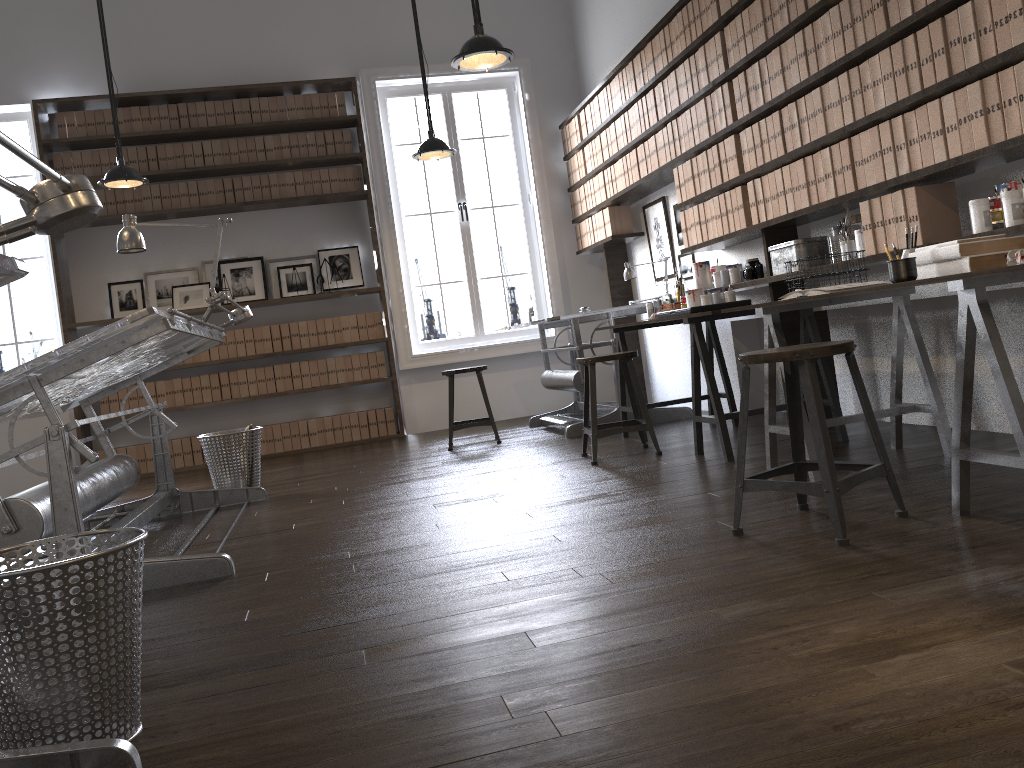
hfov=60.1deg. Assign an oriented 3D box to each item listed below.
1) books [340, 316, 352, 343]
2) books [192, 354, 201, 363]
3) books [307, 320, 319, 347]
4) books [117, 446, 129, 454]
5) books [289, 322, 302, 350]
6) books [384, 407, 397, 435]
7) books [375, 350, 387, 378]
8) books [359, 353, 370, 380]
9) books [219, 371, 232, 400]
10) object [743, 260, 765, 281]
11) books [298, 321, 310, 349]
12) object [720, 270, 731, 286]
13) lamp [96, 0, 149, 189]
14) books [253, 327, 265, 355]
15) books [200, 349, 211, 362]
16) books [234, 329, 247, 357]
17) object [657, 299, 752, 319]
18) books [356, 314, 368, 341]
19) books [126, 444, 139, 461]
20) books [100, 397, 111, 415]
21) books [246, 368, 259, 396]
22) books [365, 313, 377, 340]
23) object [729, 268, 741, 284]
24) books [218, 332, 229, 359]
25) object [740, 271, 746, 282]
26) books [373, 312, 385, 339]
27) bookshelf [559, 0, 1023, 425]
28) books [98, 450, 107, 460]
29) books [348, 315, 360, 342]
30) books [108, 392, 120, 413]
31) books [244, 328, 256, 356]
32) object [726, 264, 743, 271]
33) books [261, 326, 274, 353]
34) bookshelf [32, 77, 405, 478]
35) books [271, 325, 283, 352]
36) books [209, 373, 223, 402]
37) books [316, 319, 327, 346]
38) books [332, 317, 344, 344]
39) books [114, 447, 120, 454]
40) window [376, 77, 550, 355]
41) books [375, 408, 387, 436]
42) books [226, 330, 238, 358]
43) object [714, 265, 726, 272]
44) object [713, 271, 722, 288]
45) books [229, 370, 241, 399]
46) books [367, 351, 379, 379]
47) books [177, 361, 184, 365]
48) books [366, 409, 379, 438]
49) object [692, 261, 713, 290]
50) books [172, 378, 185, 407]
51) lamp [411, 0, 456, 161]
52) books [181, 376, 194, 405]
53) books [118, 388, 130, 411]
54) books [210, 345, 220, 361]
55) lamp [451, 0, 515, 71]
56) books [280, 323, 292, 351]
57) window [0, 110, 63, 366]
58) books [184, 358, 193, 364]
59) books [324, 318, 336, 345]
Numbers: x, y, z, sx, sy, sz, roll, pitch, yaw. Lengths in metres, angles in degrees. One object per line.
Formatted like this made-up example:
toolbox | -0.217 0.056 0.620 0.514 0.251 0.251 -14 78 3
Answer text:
books | -1.387 -0.450 7.389 0.067 0.225 0.174 -8 1 -12
books | -2.539 -0.280 7.144 0.067 0.225 0.174 -8 1 -12
books | -1.648 -0.411 7.336 0.067 0.226 0.174 -8 1 -12
books | -3.057 0.610 7.001 0.067 0.226 0.174 -8 1 -12
books | -1.786 -0.391 7.307 0.067 0.226 0.174 -8 1 -12
books | -1.023 0.309 7.439 0.067 0.225 0.174 -8 1 -12
books | -1.099 -0.167 7.437 0.067 0.226 0.174 -8 1 -12
books | -1.237 -0.146 7.412 0.067 0.226 0.174 -8 1 -12
books | -2.316 0.013 7.176 0.067 0.226 0.174 -8 1 -12
object | 1.295 -0.610 4.799 0.091 0.108 0.170 -8 2 -12
books | -1.716 -0.401 7.317 0.067 0.226 0.174 -8 1 -12
object | 1.229 -0.605 5.072 0.063 0.093 0.062 -8 1 -26
lamp | -2.688 -2.421 5.790 0.314 2.253 0.310 -8 0 -32
books | -2.063 -0.350 7.240 0.067 0.226 0.174 -8 1 -12
books | -2.478 -0.288 7.155 0.067 0.225 0.174 -8 1 -12
books | -2.205 -0.329 7.214 0.067 0.226 0.174 -8 1 -12
object | 0.930 -0.364 4.330 0.312 0.033 0.445 -8 3 -12
books | -1.255 -0.469 7.419 0.067 0.226 0.174 -8 1 -12
books | -2.987 0.600 7.018 0.067 0.225 0.174 -8 1 -12
books | -3.200 0.144 6.986 0.067 0.226 0.174 -8 1 -12
books | -2.111 -0.017 7.223 0.067 0.226 0.174 -8 1 -12
books | -1.188 -0.479 7.435 0.067 0.226 0.174 -8 1 -12
object | 1.264 -0.607 5.015 0.062 0.094 0.061 -8 1 -26
books | -2.340 -0.309 7.187 0.067 0.226 0.174 -8 1 -12
object | 1.314 -0.607 5.086 0.053 0.080 0.054 -8 1 16
books | -1.124 -0.489 7.442 0.067 0.226 0.174 -8 1 -12
bookshelf | 1.733 -0.625 3.172 0.374 3.206 9.171 -8 2 -12
books | -3.194 0.630 6.978 0.067 0.226 0.174 -8 1 -12
books | -1.323 -0.459 7.400 0.067 0.226 0.174 -8 1 -12
books | -3.130 0.134 7.001 0.067 0.226 0.174 -8 1 -12
books | -2.134 -0.339 7.226 0.067 0.226 0.174 -8 1 -12
object | 1.304 -0.633 5.173 0.094 0.128 0.095 -8 1 19
books | -2.003 -0.359 7.258 0.067 0.225 0.174 -8 1 -12
bookshelf | -2.279 -0.520 7.249 2.477 3.724 0.412 -8 0 -12
books | -1.930 -0.370 7.276 0.067 0.225 0.174 -8 1 -12
books | -2.390 0.024 7.166 0.067 0.226 0.174 -8 1 -12
books | -1.579 -0.422 7.350 0.067 0.226 0.174 -8 1 -12
books | -1.449 -0.441 7.377 0.067 0.225 0.174 -8 1 -12
books | -3.126 0.620 6.991 0.067 0.226 0.174 -8 1 -12
window | -0.418 -1.447 7.596 1.246 2.310 0.153 -8 0 -12
books | -1.097 0.320 7.426 0.067 0.225 0.174 -8 1 -12
books | -2.273 -0.319 7.203 0.067 0.226 0.174 -8 1 -12
object | 1.245 -0.639 5.259 0.070 0.130 0.070 -8 0 26
object | 1.201 -0.604 5.136 0.062 0.094 0.061 -8 1 -26
books | -2.245 0.003 7.197 0.067 0.225 0.174 -8 1 -12
books | -1.169 -0.156 7.427 0.067 0.226 0.174 -8 1 -12
books | -2.670 -0.260 7.117 0.067 0.226 0.174 -8 1 -12
books | -1.168 0.331 7.405 0.067 0.226 0.174 -8 1 -12
object | 1.150 -0.648 5.345 0.108 0.177 0.106 -8 0 -10
books | -2.660 0.064 7.102 0.067 0.226 0.174 -8 1 -12
lamp | -0.697 -2.715 6.212 0.314 2.253 0.310 -8 0 -32
books | -2.596 0.055 7.122 0.067 0.226 0.174 -8 1 -12
books | -3.060 0.123 7.020 0.067 0.226 0.174 -8 1 -12
books | -2.408 -0.299 7.168 0.067 0.226 0.174 -8 1 -12
lamp | -0.294 -2.682 4.308 0.314 2.253 0.310 -8 0 -32
books | -1.857 -0.380 7.286 0.067 0.226 0.174 -8 1 -12
window | -4.284 -0.874 6.892 1.485 2.498 0.153 -8 0 -12
books | -2.603 -0.270 7.125 0.067 0.226 0.174 -8 1 -12
books | -1.512 -0.431 7.359 0.067 0.226 0.174 -8 1 -12
